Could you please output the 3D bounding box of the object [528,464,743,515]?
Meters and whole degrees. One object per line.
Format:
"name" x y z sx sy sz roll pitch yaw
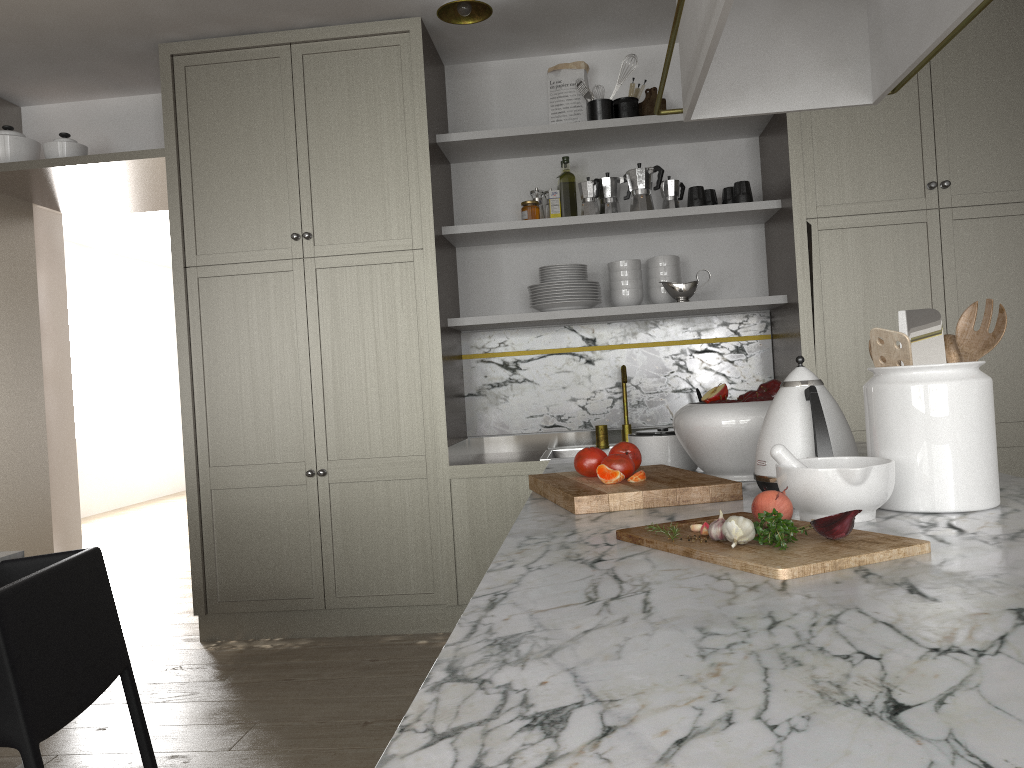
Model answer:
"object" 0.211 0.191 1.658 0.290 0.030 0.400 -4 0 -10

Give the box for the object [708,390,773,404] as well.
"object" 0.465 0.053 1.814 0.135 0.074 0.154 -4 0 1

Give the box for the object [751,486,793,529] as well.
"object" 0.341 0.159 1.132 0.090 0.051 0.050 -4 0 -31

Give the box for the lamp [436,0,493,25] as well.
"lamp" -0.169 -1.356 3.109 0.197 0.130 0.197 -4 0 40

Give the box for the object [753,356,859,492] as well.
"object" 0.492 0.070 1.509 0.178 0.236 0.204 -4 0 42

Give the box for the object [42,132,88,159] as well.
"object" -1.898 -0.986 3.772 0.174 0.161 0.176 -4 0 10

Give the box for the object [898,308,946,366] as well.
"object" 0.623 0.029 1.325 0.064 0.290 0.141 -4 0 19

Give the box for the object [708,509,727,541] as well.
"object" 0.255 0.171 1.078 0.034 0.037 0.033 -4 0 -17

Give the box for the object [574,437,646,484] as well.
"object" 0.193 0.140 1.664 0.135 0.079 0.194 -4 0 -6

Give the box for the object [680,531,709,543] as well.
"object" 0.236 0.187 1.100 0.059 0.008 0.043 -3 0 -43

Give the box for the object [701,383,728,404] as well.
"object" 0.428 0.023 1.873 0.054 0.048 0.061 -4 0 -31

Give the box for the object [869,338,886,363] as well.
"object" 0.592 0.050 1.336 0.061 0.251 0.117 -4 0 -15

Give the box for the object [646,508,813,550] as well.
"object" 0.267 0.175 1.097 0.224 0.058 0.116 -4 0 41

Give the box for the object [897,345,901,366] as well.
"object" 0.639 0.048 1.349 0.033 0.250 0.118 -3 0 -44

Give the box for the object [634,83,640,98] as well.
"object" 0.508 -1.159 3.715 0.079 0.202 0.023 -4 0 -14

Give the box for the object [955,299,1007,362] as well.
"object" 0.668 0.024 1.320 0.131 0.296 0.056 -4 0 25

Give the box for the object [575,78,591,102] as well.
"object" 0.306 -1.190 3.665 0.085 0.148 0.050 -4 0 8

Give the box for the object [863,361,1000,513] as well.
"object" 0.620 0.075 1.317 0.174 0.208 0.174 -4 0 23

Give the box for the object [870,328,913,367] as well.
"object" 0.570 0.047 1.324 0.054 0.262 0.149 -4 0 20

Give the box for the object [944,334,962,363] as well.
"object" 0.665 0.047 1.327 0.050 0.247 0.114 -4 0 10

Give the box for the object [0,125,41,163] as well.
"object" -2.151 -0.997 3.796 0.241 0.214 0.243 -4 0 10

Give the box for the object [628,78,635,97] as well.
"object" 0.489 -1.159 3.675 0.023 0.201 0.083 -4 0 -29

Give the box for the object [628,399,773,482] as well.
"object" 0.478 0.112 1.926 0.364 0.156 0.491 -4 0 -18

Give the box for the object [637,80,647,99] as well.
"object" 0.516 -1.168 3.698 0.106 0.191 0.016 -4 0 15

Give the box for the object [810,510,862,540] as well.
"object" 0.377 0.163 1.038 0.049 0.039 0.057 -4 0 2

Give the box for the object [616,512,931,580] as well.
"object" 0.305 0.193 1.097 0.220 0.012 0.330 -4 0 -25

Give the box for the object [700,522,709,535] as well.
"object" 0.244 0.183 1.117 0.013 0.017 0.030 -4 0 14

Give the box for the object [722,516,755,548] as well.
"object" 0.266 0.172 1.040 0.037 0.036 0.035 -4 0 -7

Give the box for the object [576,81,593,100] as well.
"object" 0.337 -1.148 3.637 0.132 0.185 0.039 -4 0 -4

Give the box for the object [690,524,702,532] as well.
"object" 0.240 0.186 1.154 0.015 0.010 0.028 -4 0 -20

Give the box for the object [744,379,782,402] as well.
"object" 0.509 0.037 1.777 0.071 0.091 0.167 -4 0 31

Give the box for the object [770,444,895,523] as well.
"object" 0.453 0.135 1.261 0.159 0.110 0.172 -3 0 -40
